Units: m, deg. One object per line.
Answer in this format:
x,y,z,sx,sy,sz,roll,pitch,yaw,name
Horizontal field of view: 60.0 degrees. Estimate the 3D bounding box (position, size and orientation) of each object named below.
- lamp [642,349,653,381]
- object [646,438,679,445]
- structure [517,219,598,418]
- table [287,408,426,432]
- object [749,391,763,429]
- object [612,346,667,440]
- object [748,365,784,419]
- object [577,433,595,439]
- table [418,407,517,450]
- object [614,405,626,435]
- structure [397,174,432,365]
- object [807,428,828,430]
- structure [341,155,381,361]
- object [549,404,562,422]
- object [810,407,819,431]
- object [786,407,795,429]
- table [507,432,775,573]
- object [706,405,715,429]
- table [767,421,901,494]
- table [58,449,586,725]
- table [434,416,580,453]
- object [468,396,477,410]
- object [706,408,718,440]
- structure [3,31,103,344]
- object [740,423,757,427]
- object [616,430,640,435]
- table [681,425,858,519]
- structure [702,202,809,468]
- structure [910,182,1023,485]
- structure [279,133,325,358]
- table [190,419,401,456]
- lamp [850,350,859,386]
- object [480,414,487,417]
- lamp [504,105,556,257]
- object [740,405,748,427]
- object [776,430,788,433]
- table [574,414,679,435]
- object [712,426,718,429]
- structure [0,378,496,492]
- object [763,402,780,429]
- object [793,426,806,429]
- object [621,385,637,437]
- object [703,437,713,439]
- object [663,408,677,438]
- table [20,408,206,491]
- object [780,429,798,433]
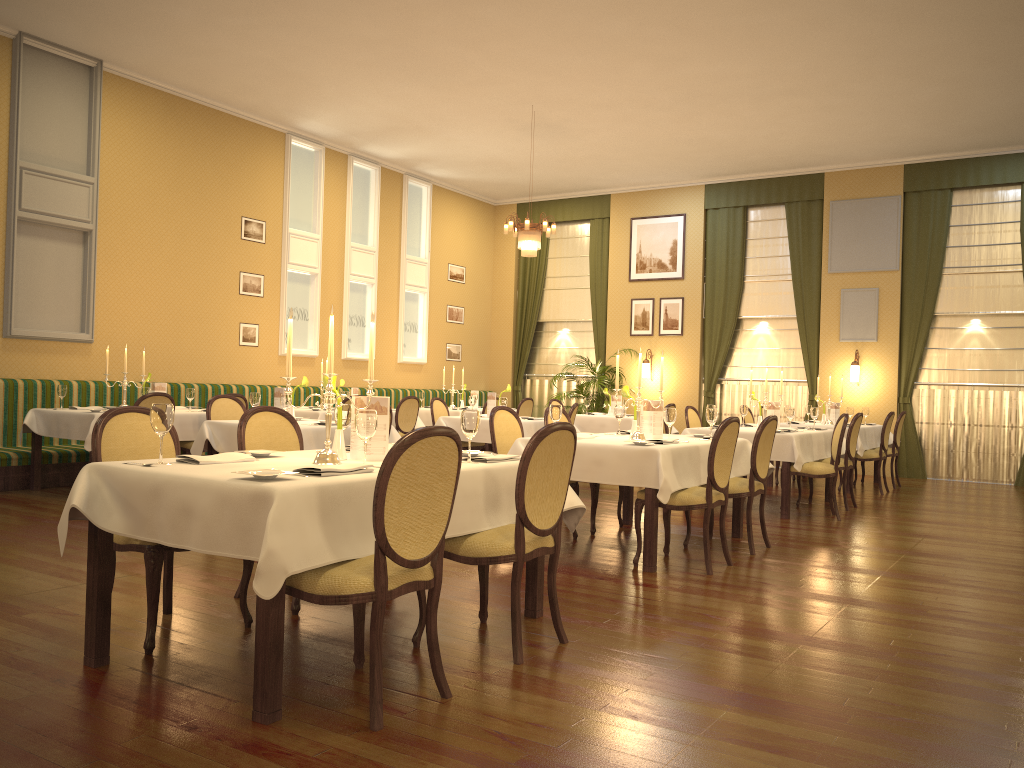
2.195,-0.312,14.353,0.114,0.513,0.323,2,0,22,lamp
0.971,0.373,5.770,0.142,0.033,0.273,2,0,32,object
0.907,-1.069,15.584,1.942,4.511,0.123,2,0,32,structure
-2.087,0.692,10.972,1.385,0.759,2.152,2,0,33,table
2.457,0.260,8.895,0.076,0.375,0.163,2,0,-36,object
0.880,0.062,6.137,0.390,0.655,0.131,2,0,-23,object
2.481,0.124,8.662,0.390,0.655,0.131,2,0,-23,object
0.446,0.358,6.063,0.142,0.033,0.273,2,0,32,object
-0.642,0.748,13.252,1.385,0.759,2.152,2,0,33,table
0.818,0.272,6.735,0.088,0.229,0.088,2,0,-10,object
-1.595,-1.819,14.282,0.200,2.985,0.670,2,0,32,structure
3.123,0.459,9.069,0.142,0.024,0.273,2,0,32,object
-2.274,-1.845,13.210,0.200,2.985,0.661,2,0,32,structure
0.289,0.251,5.909,0.088,0.229,0.088,2,0,-10,object
3.036,0.351,8.902,0.088,0.229,0.088,2,0,-10,object
2.657,0.337,8.468,0.088,0.229,0.088,2,0,-16,object
0.956,0.764,6.319,1.385,0.759,2.152,2,0,33,table
1.890,0.313,8.434,0.088,0.229,0.088,2,0,-10,object
3.989,0.882,11.103,1.385,0.759,2.152,2,0,33,table
-0.660,0.702,3.770,1.385,0.759,2.152,2,0,33,table
-0.048,0.749,9.675,1.389,0.759,1.395,2,0,34,table
-0.433,0.247,9.676,0.088,0.229,0.088,2,0,-16,object
1.435,0.289,6.377,0.088,0.229,0.088,2,0,-10,object
-4.783,-2.001,9.252,0.200,3.103,0.956,2,0,32,structure
2.535,0.439,9.427,0.142,0.033,0.273,2,0,32,object
0.934,0.377,6.902,0.142,0.033,0.273,2,0,32,object
2.557,0.826,8.845,1.385,0.759,2.152,2,0,33,table
3.860,-0.986,13.704,1.900,4.511,0.134,2,0,32,structure
6.322,-0.917,12.141,1.898,4.511,0.137,2,0,32,structure
-2.915,-1.870,12.200,0.200,2.985,0.687,2,0,32,structure
-1.676,0.686,7.108,1.389,0.759,1.395,2,0,34,table
4.892,-0.237,12.642,0.114,0.513,0.323,2,0,22,lamp
-0.317,0.352,9.843,0.142,0.033,0.273,2,0,32,object
0.235,-2.451,10.769,0.593,1.796,0.593,2,0,30,lamp
2.419,0.334,9.260,0.088,0.229,0.088,2,0,-10,object
2.396,0.430,8.028,0.160,0.024,0.160,2,0,32,object
1.397,0.805,11.954,1.389,0.759,1.395,2,0,34,table
2.047,0.420,8.588,0.142,0.033,0.273,2,0,32,object
-3.992,0.498,9.832,0.850,1.031,14.516,2,0,32,structure
2.602,0.315,8.858,0.166,0.277,0.081,2,0,4,object
3.020,0.456,9.259,0.160,0.024,0.160,2,0,32,object
0.856,0.198,6.370,0.076,0.375,0.163,2,0,-36,object
1.522,0.397,6.544,0.142,0.024,0.273,2,0,32,object
1.056,0.275,5.943,0.088,0.229,0.088,2,0,-16,object
-3.534,0.636,8.689,1.385,0.759,2.152,2,0,33,table
2.572,0.435,8.295,0.142,0.033,0.273,2,0,32,object
